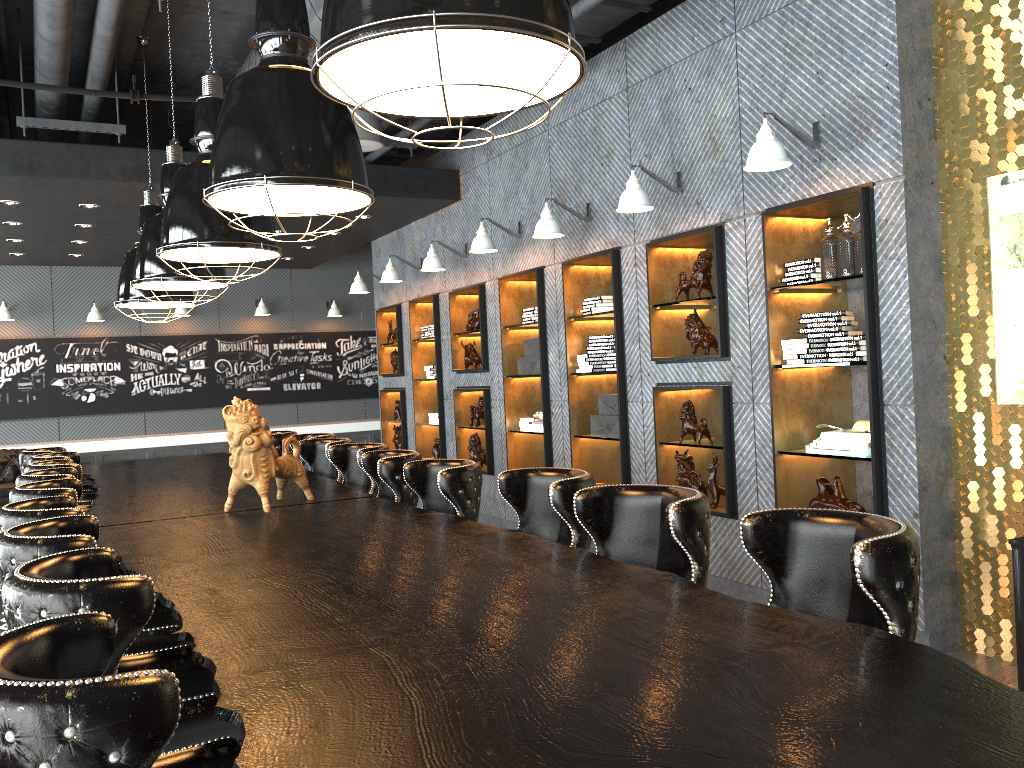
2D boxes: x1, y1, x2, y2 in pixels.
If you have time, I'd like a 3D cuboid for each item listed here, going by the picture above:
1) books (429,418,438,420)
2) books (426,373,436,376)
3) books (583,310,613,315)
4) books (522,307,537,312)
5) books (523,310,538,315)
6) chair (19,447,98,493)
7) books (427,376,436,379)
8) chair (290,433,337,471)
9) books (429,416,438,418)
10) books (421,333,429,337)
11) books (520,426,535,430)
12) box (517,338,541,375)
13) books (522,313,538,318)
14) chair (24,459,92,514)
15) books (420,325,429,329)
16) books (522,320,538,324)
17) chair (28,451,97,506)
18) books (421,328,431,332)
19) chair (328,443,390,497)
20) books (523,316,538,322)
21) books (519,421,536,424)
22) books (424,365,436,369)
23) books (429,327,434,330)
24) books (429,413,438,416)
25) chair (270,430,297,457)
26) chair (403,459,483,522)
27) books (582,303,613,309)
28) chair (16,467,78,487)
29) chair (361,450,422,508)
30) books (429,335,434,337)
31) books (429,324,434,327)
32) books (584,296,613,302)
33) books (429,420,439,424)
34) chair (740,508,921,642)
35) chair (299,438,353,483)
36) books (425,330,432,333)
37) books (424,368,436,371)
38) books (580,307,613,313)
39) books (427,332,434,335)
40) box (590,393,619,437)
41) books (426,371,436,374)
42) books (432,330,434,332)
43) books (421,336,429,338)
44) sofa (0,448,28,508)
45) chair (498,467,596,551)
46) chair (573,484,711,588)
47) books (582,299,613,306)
[{"bbox_3d":[-0.780,0.383,9.756,0.166,0.024,0.227,-4,1,-42],"label":"books"},{"bbox_3d":[-0.796,-0.105,9.677,0.245,0.028,0.193,-3,1,-19],"label":"books"},{"bbox_3d":[0.680,-0.554,6.947,0.193,0.028,0.245,-3,1,-12],"label":"books"},{"bbox_3d":[0.232,-0.658,7.801,0.193,0.028,0.245,-3,1,-25],"label":"books"},{"bbox_3d":[0.232,-0.630,7.845,0.193,0.028,0.245,-3,1,-22],"label":"books"},{"bbox_3d":[-3.288,1.015,6.539,0.568,1.092,0.504,-3,0,-19],"label":"chair"},{"bbox_3d":[-0.785,-0.078,9.728,0.245,0.028,0.193,-3,1,-32],"label":"books"},{"bbox_3d":[-1.567,0.931,6.602,0.568,1.092,0.504,-3,0,-31],"label":"chair"},{"bbox_3d":[-0.762,0.358,9.768,0.243,0.024,0.175,-3,1,-37],"label":"books"},{"bbox_3d":[-0.901,-0.548,9.898,0.193,0.028,0.245,-3,1,-16],"label":"books"},{"bbox_3d":[0.219,0.390,7.920,0.243,0.034,0.179,-2,1,41],"label":"books"},{"bbox_3d":[0.229,-0.244,7.837,0.298,0.315,0.419,-3,1,-28],"label":"box"},{"bbox_3d":[0.236,-0.601,7.798,0.193,0.028,0.245,-3,1,-37],"label":"books"},{"bbox_3d":[-2.561,0.998,5.294,0.568,1.092,0.504,-3,0,-31],"label":"chair"},{"bbox_3d":[-0.887,-0.633,9.883,0.193,0.028,0.245,-3,1,-31],"label":"books"},{"bbox_3d":[0.228,-0.545,7.818,0.193,0.028,0.245,-3,1,-28],"label":"books"},{"bbox_3d":[-2.888,1.005,5.931,0.568,1.092,0.504,-3,0,-19],"label":"chair"},{"bbox_3d":[-0.886,-0.605,9.884,0.193,0.028,0.245,-3,1,-23],"label":"books"},{"bbox_3d":[-0.998,0.922,5.330,0.568,1.092,0.504,-3,0,-33],"label":"chair"},{"bbox_3d":[0.222,-0.572,7.805,0.193,0.028,0.245,-3,1,-17],"label":"books"},{"bbox_3d":[0.212,0.337,7.959,0.243,0.024,0.175,-3,1,-29],"label":"books"},{"bbox_3d":[-0.809,-0.190,9.740,0.245,0.028,0.193,-3,1,-35],"label":"books"},{"bbox_3d":[-0.749,-0.608,9.631,0.245,0.028,0.193,-2,1,42],"label":"books"},{"bbox_3d":[-0.777,0.333,9.754,0.225,0.029,0.179,-4,1,-45],"label":"books"},{"bbox_3d":[-2.008,0.943,7.210,0.568,1.092,0.504,-3,0,-19],"label":"chair"},{"bbox_3d":[-0.396,0.911,4.018,0.568,1.092,0.504,-3,0,-26],"label":"chair"},{"bbox_3d":[0.691,-0.611,6.963,0.193,0.028,0.245,-3,1,-20],"label":"books"},{"bbox_3d":[-2.257,0.992,4.659,0.568,1.092,0.504,-3,0,-25],"label":"chair"},{"bbox_3d":[-0.735,0.918,4.700,0.568,1.092,0.504,-3,0,-20],"label":"chair"},{"bbox_3d":[-0.745,-0.524,9.631,0.245,0.028,0.193,-2,1,41],"label":"books"},{"bbox_3d":[-0.750,-0.636,9.630,0.245,0.028,0.193,-2,1,34],"label":"books"},{"bbox_3d":[0.711,-0.669,6.963,0.193,0.028,0.245,-3,1,-28],"label":"books"},{"bbox_3d":[-0.764,0.411,9.747,0.243,0.034,0.179,-2,1,31],"label":"books"},{"bbox_3d":[0.701,0.885,2.148,0.568,1.092,0.504,-3,0,-19],"label":"chair"},{"bbox_3d":[-1.328,0.929,5.952,0.568,1.092,0.504,-3,0,-38],"label":"chair"},{"bbox_3d":[-0.849,-0.579,9.903,0.193,0.028,0.245,-3,1,-21],"label":"books"},{"bbox_3d":[-0.818,-0.162,9.735,0.245,0.028,0.193,-3,1,-25],"label":"books"},{"bbox_3d":[0.666,-0.582,6.971,0.193,0.028,0.245,-3,1,-17],"label":"books"},{"bbox_3d":[-0.769,-0.551,9.636,0.193,0.028,0.245,-3,1,-41],"label":"books"},{"bbox_3d":[0.789,0.238,6.858,0.323,0.315,0.419,-3,1,-28],"label":"box"},{"bbox_3d":[-0.797,-0.134,9.723,0.245,0.028,0.193,-3,1,-28],"label":"books"},{"bbox_3d":[-0.724,-0.582,9.663,0.245,0.028,0.193,-2,1,44],"label":"books"},{"bbox_3d":[-0.882,-0.521,9.884,0.193,0.028,0.245,-3,1,-24],"label":"books"},{"bbox_3d":[-6.708,1.257,10.386,2.566,0.838,1.239,-3,1,-29],"label":"sofa"},{"bbox_3d":[0.063,0.898,3.434,0.568,1.092,0.504,-3,0,-26],"label":"chair"},{"bbox_3d":[0.358,0.893,2.780,0.568,1.092,0.504,-3,0,-36],"label":"chair"},{"bbox_3d":[0.700,-0.640,6.965,0.193,0.028,0.245,-3,1,-36],"label":"books"}]
